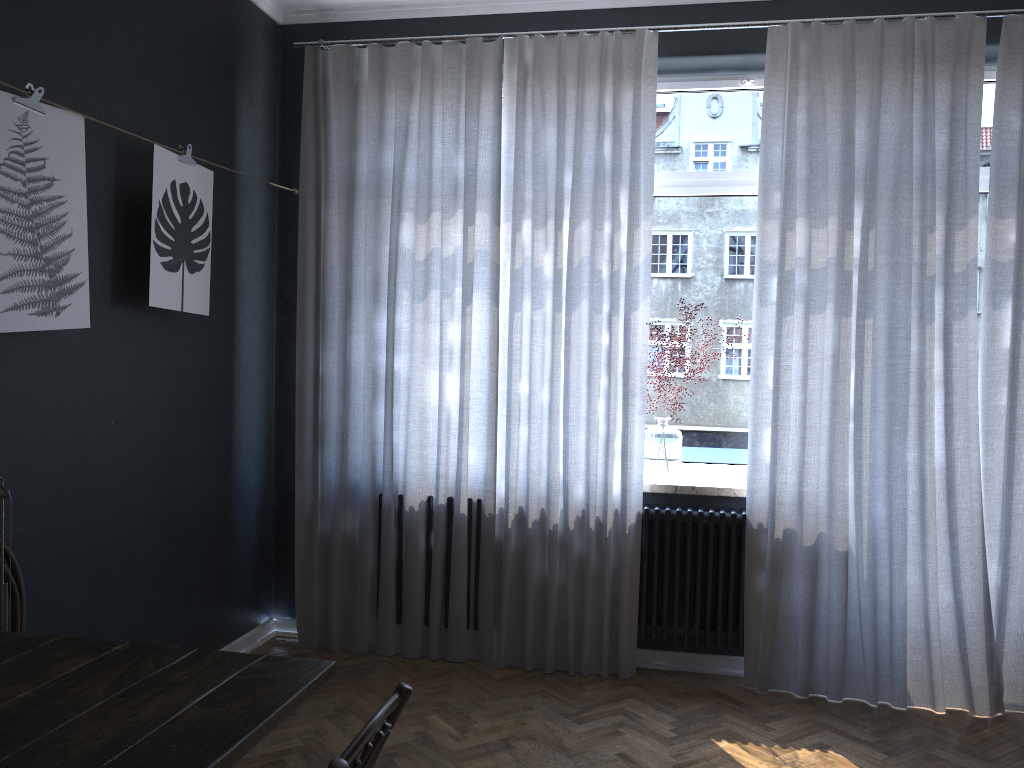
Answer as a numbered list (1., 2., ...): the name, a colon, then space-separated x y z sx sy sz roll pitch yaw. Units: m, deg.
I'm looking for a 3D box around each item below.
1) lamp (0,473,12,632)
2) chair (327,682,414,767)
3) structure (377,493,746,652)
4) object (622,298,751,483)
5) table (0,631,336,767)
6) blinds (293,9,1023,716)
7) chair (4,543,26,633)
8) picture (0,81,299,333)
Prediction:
1. lamp: -1.257 0.618 2.112 0.242 1.070 0.799 0 2 -35
2. chair: -0.434 0.904 1.412 0.467 0.820 0.362 2 2 10
3. structure: 0.253 0.824 4.022 1.846 0.601 0.215 2 2 11
4. object: 0.714 0.039 3.934 0.514 0.810 0.599 1 2 -15
5. table: -1.078 0.941 1.190 1.126 0.728 1.603 2 2 11
6. blinds: 0.946 -0.109 3.794 3.992 2.790 0.312 2 2 11
7. chair: -1.224 0.814 2.260 0.549 0.921 0.437 2 2 8
8. picture: -1.450 -0.514 2.083 0.058 0.771 4.455 2 1 11
